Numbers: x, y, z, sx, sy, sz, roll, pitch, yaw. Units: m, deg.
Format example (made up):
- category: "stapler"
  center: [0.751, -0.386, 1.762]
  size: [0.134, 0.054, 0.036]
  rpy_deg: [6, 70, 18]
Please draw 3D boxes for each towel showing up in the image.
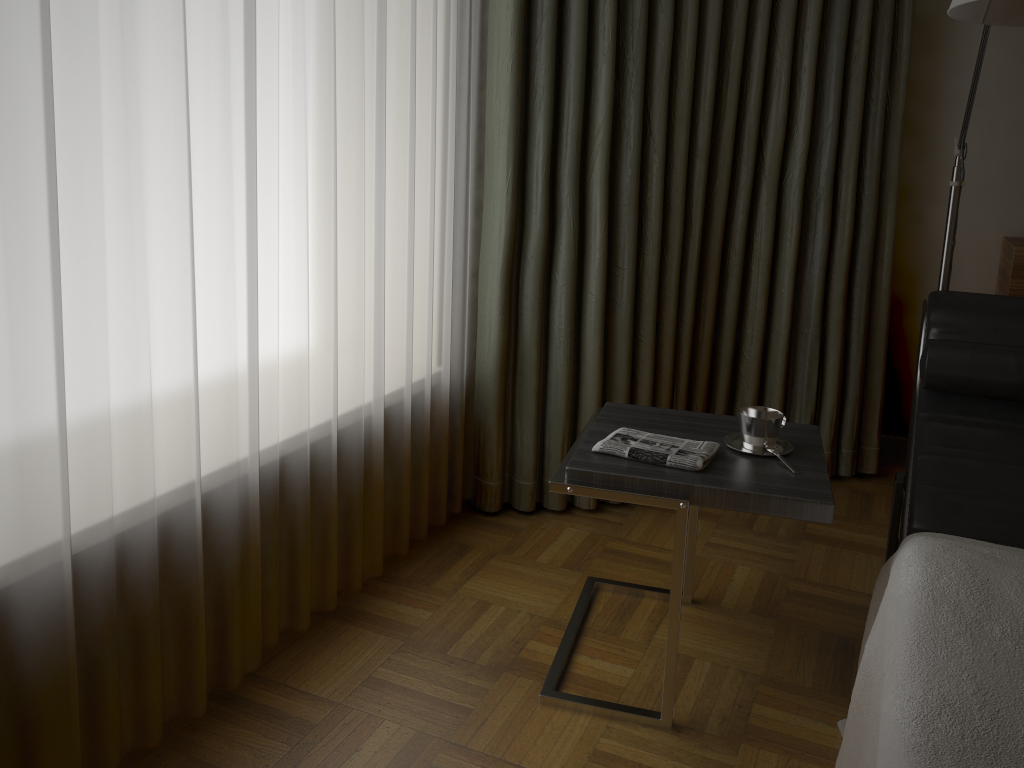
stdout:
- category: "towel"
  center: [0.313, 0.136, 1.897]
  size: [0.242, 0.035, 0.181]
  rpy_deg: [10, 17, 27]

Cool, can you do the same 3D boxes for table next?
- category: "table"
  center: [0.422, 0.155, 1.960]
  size: [0.518, 0.044, 0.508]
  rpy_deg: [6, 16, 15]

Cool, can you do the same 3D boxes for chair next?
- category: "chair"
  center: [1.109, 0.331, 1.766]
  size: [0.638, 0.783, 1.814]
  rpy_deg: [8, 15, 23]

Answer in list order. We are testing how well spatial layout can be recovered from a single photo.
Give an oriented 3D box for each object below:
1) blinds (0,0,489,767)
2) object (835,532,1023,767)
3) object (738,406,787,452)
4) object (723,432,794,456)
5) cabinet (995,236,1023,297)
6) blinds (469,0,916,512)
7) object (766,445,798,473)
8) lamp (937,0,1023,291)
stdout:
- category: "blinds"
  center: [-0.535, -0.494, 1.650]
  size: [0.093, 2.252, 2.227]
  rpy_deg: [7, 14, 23]
- category: "object"
  center: [0.871, 0.595, 1.325]
  size: [0.921, 0.511, 0.922]
  rpy_deg: [8, 15, 23]
- category: "object"
  center: [0.547, 0.099, 1.950]
  size: [0.098, 0.077, 0.112]
  rpy_deg: [8, 15, 24]
- category: "object"
  center: [0.543, 0.135, 1.950]
  size: [0.151, 0.009, 0.152]
  rpy_deg: [11, 17, 28]
- category: "cabinet"
  center: [2.410, 0.057, 2.705]
  size: [1.681, 0.848, 0.421]
  rpy_deg: [9, 13, 23]
- category: "blinds"
  center: [0.641, -0.836, 2.837]
  size: [1.534, 2.412, 0.228]
  rpy_deg: [-2, 12, -21]
- category: "object"
  center: [0.566, 0.156, 1.852]
  size: [0.029, 0.019, 0.126]
  rpy_deg: [0, 15, -7]
- category: "lamp"
  center: [1.172, -0.268, 1.954]
  size: [0.454, 1.934, 1.433]
  rpy_deg: [8, 13, 27]
